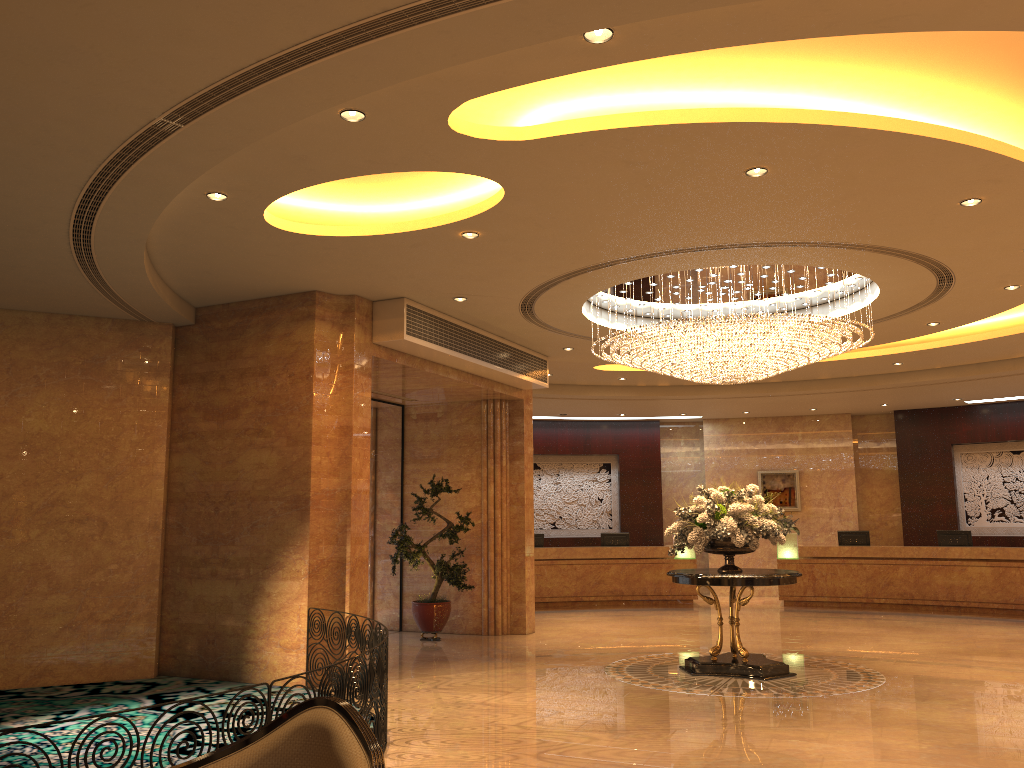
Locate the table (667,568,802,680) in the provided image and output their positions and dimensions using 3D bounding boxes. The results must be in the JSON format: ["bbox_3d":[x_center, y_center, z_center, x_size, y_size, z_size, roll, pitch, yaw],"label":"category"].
[{"bbox_3d":[2.511,2.660,9.971,1.493,1.089,1.493,-3,-9,19],"label":"table"}]

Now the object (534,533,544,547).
[{"bbox_3d":[0.373,3.328,18.229,0.531,0.500,0.430,-3,-9,17],"label":"object"}]

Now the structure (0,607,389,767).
[{"bbox_3d":[-3.339,2.180,5.083,3.815,0.995,7.624,-9,-12,43],"label":"structure"}]

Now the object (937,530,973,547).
[{"bbox_3d":[8.337,3.008,16.686,0.430,0.500,0.531,2,-9,-14],"label":"object"}]

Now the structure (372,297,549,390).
[{"bbox_3d":[-0.516,-0.443,11.877,0.425,0.483,4.113,-5,-10,25],"label":"structure"}]

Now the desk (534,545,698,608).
[{"bbox_3d":[1.316,3.922,18.152,5.227,1.155,1.570,1,-9,-10],"label":"desk"}]

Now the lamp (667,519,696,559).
[{"bbox_3d":[3.498,3.112,18.183,0.570,0.923,0.580,-4,-10,22],"label":"lamp"}]

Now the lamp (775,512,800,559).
[{"bbox_3d":[5.506,3.035,17.786,0.577,0.925,0.542,-5,-10,27],"label":"lamp"}]

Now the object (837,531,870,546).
[{"bbox_3d":[6.804,3.170,17.638,0.430,0.500,0.531,4,-10,-27],"label":"object"}]

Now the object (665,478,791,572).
[{"bbox_3d":[2.499,1.636,10.167,1.318,0.999,1.277,6,-11,-34],"label":"object"}]

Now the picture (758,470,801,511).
[{"bbox_3d":[5.938,2.372,19.723,0.875,0.890,0.068,-3,-9,16],"label":"picture"}]

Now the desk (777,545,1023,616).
[{"bbox_3d":[9.568,3.130,13.514,3.466,1.155,12.951,5,-10,-30],"label":"desk"}]

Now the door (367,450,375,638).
[{"bbox_3d":[-2.495,2.241,12.430,0.195,2.758,1.880,-5,-10,25],"label":"door"}]

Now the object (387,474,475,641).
[{"bbox_3d":[-1.149,2.491,12.801,1.250,2.363,0.843,-1,-9,6],"label":"object"}]

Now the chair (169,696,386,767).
[{"bbox_3d":[-0.924,1.754,3.427,0.951,0.916,0.769,-4,-9,20],"label":"chair"}]

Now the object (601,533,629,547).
[{"bbox_3d":[1.991,3.359,18.510,0.918,0.500,0.397,-2,-9,7],"label":"object"}]

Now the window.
[{"bbox_3d":[-2.498,1.868,12.488,0.047,3.571,3.515,-5,-10,25],"label":"window"}]

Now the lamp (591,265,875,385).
[{"bbox_3d":[2.538,-0.593,10.458,3.204,1.196,3.206,4,-10,-27],"label":"lamp"}]
